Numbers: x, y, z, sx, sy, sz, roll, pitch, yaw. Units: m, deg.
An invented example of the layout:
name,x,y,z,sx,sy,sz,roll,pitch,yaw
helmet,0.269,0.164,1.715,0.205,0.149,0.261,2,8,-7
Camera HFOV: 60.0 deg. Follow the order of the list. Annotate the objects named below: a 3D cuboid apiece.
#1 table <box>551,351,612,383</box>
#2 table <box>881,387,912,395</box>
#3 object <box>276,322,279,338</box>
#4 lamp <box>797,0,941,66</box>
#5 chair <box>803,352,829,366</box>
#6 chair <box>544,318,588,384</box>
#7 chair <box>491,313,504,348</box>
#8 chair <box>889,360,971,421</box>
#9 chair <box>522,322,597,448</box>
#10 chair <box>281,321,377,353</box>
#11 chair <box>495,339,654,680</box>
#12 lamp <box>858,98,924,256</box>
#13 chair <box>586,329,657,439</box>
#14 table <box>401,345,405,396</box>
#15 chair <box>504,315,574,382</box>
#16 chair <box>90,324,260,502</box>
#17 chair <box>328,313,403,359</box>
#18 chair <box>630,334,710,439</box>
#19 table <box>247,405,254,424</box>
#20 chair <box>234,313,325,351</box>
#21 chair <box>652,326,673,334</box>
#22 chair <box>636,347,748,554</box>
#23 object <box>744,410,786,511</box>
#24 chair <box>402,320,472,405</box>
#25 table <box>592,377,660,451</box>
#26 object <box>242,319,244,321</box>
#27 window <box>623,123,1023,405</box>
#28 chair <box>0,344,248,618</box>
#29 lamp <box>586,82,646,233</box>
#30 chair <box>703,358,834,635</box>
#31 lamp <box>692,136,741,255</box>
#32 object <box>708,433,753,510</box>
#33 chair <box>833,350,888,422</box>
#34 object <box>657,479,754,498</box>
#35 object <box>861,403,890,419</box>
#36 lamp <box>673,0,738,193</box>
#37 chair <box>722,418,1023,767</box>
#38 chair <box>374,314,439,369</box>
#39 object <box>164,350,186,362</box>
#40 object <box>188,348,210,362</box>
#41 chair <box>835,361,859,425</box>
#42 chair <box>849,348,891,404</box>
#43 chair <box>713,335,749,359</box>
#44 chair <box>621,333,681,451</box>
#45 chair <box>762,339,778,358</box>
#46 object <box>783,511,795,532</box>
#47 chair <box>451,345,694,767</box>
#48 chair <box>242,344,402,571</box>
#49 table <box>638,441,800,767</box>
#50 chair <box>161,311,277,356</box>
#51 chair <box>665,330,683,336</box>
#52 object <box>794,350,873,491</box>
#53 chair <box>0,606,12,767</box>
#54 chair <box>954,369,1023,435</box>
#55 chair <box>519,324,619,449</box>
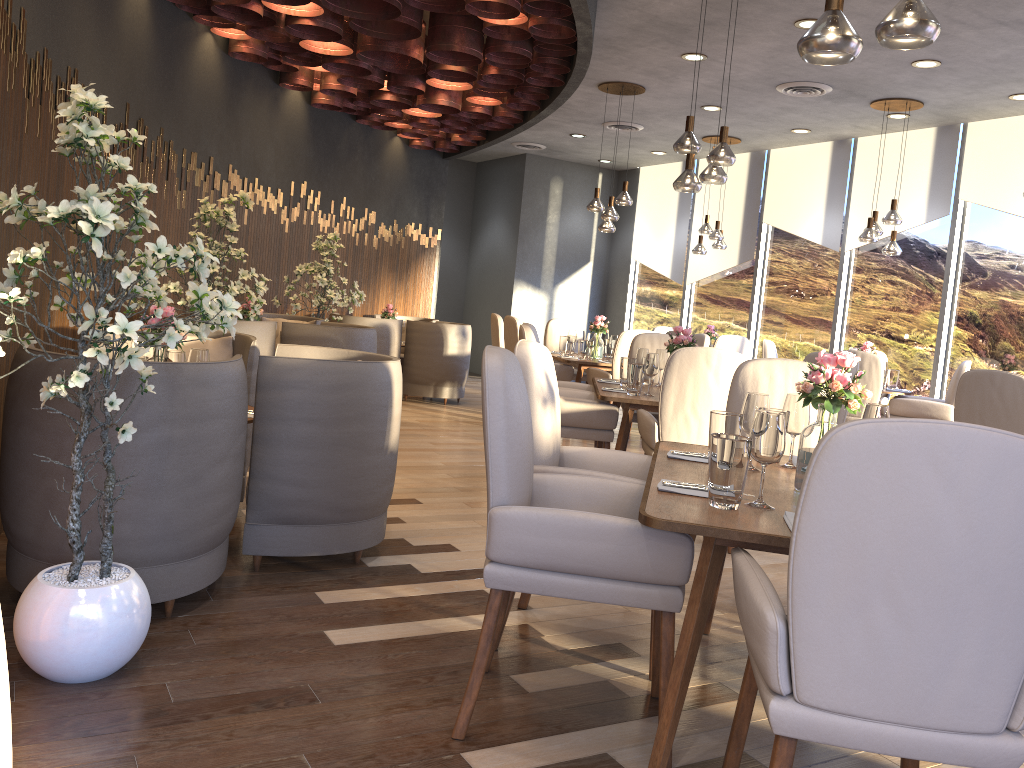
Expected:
name,x,y,z,sx,sy,sz,roll,pitch,yaw
table,0.765,0.087,8.422,0.964,0.664,1.311,4,5,-13
table,3.137,0.353,8.044,0.833,0.661,0.836,3,5,-31
object,-1.774,-0.336,6.544,0.092,0.244,0.092,8,4,29
lamp,1.051,-1.541,2.426,0.439,1.323,0.440,2,5,-45
chair,1.644,0.264,5.636,0.600,0.998,0.529,6,4,1
chair,0.566,-0.173,9.223,0.528,0.998,0.601,5,4,-11
chair,0.054,-0.160,8.546,0.599,0.998,0.529,5,4,-11
chair,3.633,0.257,7.776,0.601,0.998,0.528,7,4,27
chair,0.317,0.127,5.728,0.600,0.998,0.529,6,4,6
chair,-1.302,-0.015,6.442,0.596,0.836,0.775,6,4,10
chair,0.269,0.378,2.988,0.600,0.998,0.529,6,4,13
lamp,3.358,-1.829,7.919,0.439,1.323,0.440,3,5,-37
chair,0.960,0.015,7.604,0.528,0.998,0.601,4,4,-16
table,-1.374,-0.169,9.518,0.834,0.560,0.835,6,5,9
chair,0.197,-0.095,7.997,0.599,0.998,0.530,4,4,-18
chair,-1.628,0.155,4.284,0.774,0.836,0.597,4,4,-15
chair,-1.541,-0.263,8.865,0.774,0.836,0.596,6,4,10
chair,1.474,0.001,8.294,0.599,0.998,0.529,5,4,-11
table,-1.459,0.374,3.594,0.833,0.560,0.836,2,6,-37
chair,-1.872,-0.137,7.172,0.774,0.836,0.596,6,4,5
chair,1.963,-0.194,10.889,0.528,0.998,0.601,4,4,-17
chair,0.918,0.294,4.563,0.528,0.998,0.601,6,4,1
object,0.640,0.191,2.245,0.092,0.244,0.092,3,4,-34
chair,-0.745,-0.229,9.323,0.596,0.836,0.775,7,5,20
table,0.952,0.386,5.400,0.965,0.664,1.310,6,5,3
object,-2.000,-0.367,6.634,0.092,0.244,0.092,8,4,33
window,3.461,-0.771,4.059,8.067,3.192,16.144,7,5,15
chair,-1.290,0.311,2.951,0.773,0.836,0.597,4,4,-20
lamp,0.957,-2.094,8.280,0.439,1.323,0.440,6,4,9
chair,1.010,0.411,3.398,0.528,0.998,0.600,6,4,13
lamp,2.334,-2.138,10.177,0.439,1.323,0.440,3,4,-31
object,0.537,0.218,2.204,0.102,0.178,0.102,9,5,40
chair,2.876,0.210,7.491,0.529,0.998,0.600,7,4,23
object,0.519,0.281,2.374,0.255,0.019,0.158,7,5,14
object,1.155,0.186,2.837,0.092,0.244,0.092,3,4,-30
lamp,1.187,-1.791,5.264,0.439,1.323,0.440,4,4,-25
chair,0.715,0.534,1.771,0.528,0.998,0.601,6,4,8
chair,-1.180,-0.347,10.142,0.775,0.836,0.596,7,4,15
object,-1.319,-0.006,3.456,0.092,0.244,0.092,8,5,37
object,-1.301,-0.023,3.668,0.092,0.244,0.092,8,4,34
chair,1.600,0.312,5.072,0.600,0.998,0.529,6,4,6
chair,3.355,0.158,8.549,0.529,0.998,0.600,7,4,22
chair,2.257,-0.061,9.770,0.528,0.998,0.601,4,4,-16
chair,1.002,0.147,6.227,0.528,0.998,0.601,6,4,6
chair,2.612,0.108,8.313,0.601,0.998,0.528,7,4,26
object,0.725,0.328,2.078,0.157,0.019,0.255,6,5,10
chair,0.175,0.421,2.427,0.600,0.998,0.529,6,4,6
chair,-0.781,0.288,3.730,0.595,0.836,0.776,5,4,-10
table,0.850,0.638,2.581,0.965,0.664,1.309,6,5,11
chair,-2.008,-0.028,5.852,0.774,0.836,0.597,6,4,0
chair,1.353,-0.062,8.845,0.599,0.998,0.530,4,4,-16
object,0.897,0.108,2.522,0.210,0.415,0.198,8,5,37
chair,-0.285,0.558,0.473,0.600,0.998,0.529,6,4,13
chair,2.973,0.412,5.419,0.529,0.998,0.599,9,5,41
chair,0.294,0.178,5.160,0.599,0.998,0.529,5,4,-1
